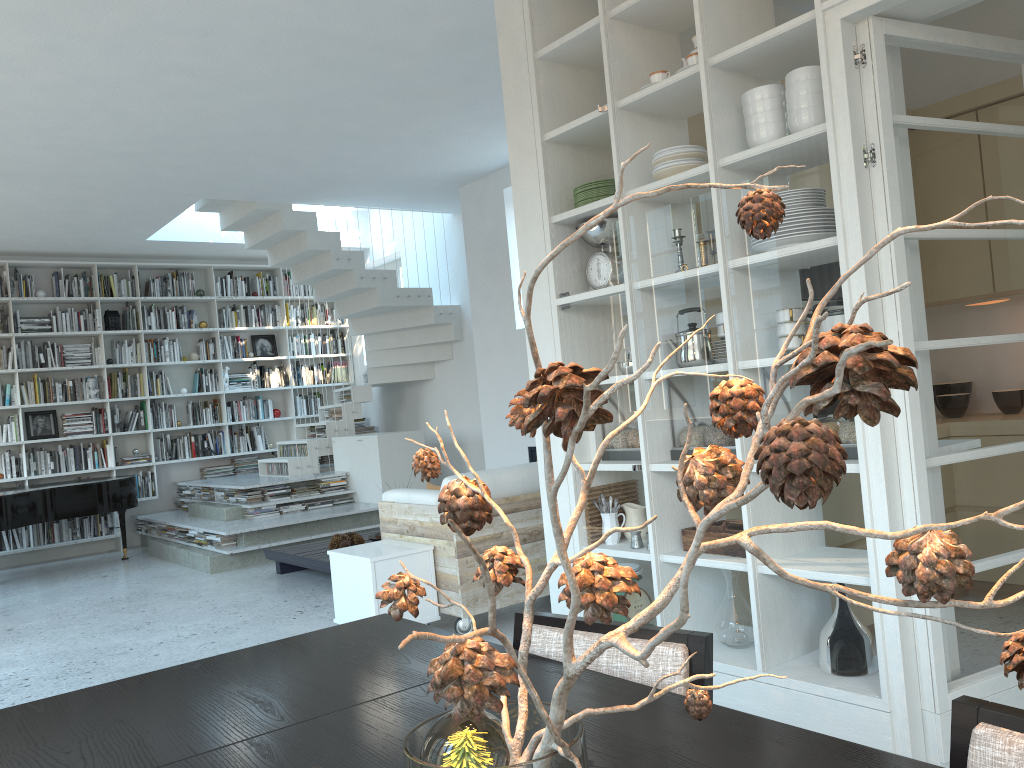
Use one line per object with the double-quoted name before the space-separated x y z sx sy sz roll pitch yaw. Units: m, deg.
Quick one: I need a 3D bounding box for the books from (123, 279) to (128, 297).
"books" -4.326 -1.047 9.877 0.031 0.213 0.169 -5 -1 -37

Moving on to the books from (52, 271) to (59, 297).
"books" -4.877 -1.042 9.469 0.014 0.292 0.176 -5 -1 -37

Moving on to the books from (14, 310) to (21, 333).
"books" -5.144 -0.631 9.223 0.021 0.249 0.191 -5 -1 -37

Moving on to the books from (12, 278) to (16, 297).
"books" -5.204 -0.983 9.239 0.023 0.228 0.157 -5 -1 -37

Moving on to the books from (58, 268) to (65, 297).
"books" -4.827 -1.066 9.506 0.010 0.331 0.186 -5 -1 -37

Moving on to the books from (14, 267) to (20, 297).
"books" -5.175 -1.042 9.267 0.014 0.341 0.145 -5 -1 -37

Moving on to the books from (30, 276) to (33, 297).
"books" -5.077 -1.004 9.345 0.013 0.249 0.148 -5 -1 -37

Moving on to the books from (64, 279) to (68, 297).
"books" -4.800 -1.007 9.527 0.050 0.211 0.173 -5 -1 -37

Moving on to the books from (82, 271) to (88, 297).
"books" -4.654 -1.068 9.660 0.012 0.308 0.138 -5 -1 -37

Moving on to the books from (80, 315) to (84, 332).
"books" -4.666 -0.639 9.594 0.028 0.188 0.176 -5 -1 -37

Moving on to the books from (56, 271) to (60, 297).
"books" -4.864 -1.045 9.489 0.011 0.296 0.157 -5 -1 -37

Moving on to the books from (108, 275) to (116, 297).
"books" -4.432 -1.059 9.801 0.054 0.254 0.191 -5 -1 -37

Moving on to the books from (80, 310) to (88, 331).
"books" -4.644 -0.670 9.612 0.032 0.248 0.173 -5 -1 -37

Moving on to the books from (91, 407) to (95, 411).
"books" -4.544 0.403 9.649 0.011 0.299 0.130 -5 -1 -37

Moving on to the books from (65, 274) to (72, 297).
"books" -4.783 -1.038 9.565 0.028 0.270 0.140 -5 -1 -37

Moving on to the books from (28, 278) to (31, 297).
"books" -5.081 -0.989 9.320 0.016 0.219 0.144 -5 -1 -37

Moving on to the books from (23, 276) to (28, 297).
"books" -5.110 -1.001 9.312 0.014 0.248 0.139 -5 -1 -37

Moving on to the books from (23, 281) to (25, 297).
"books" -5.123 -0.974 9.291 0.023 0.195 0.172 -5 -1 -37

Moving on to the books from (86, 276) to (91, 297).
"books" -4.630 -1.037 9.665 0.028 0.244 0.161 -5 -1 -37

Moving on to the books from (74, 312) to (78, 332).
"books" -4.714 -0.652 9.557 0.023 0.223 0.190 -5 -1 -37

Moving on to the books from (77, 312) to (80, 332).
"books" -4.699 -0.657 9.584 0.010 0.230 0.152 -5 -1 -37

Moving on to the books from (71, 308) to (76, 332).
"books" -4.739 -0.673 9.550 0.023 0.269 0.185 -5 -1 -37

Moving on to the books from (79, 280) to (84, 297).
"books" -4.676 -1.013 9.599 0.023 0.202 0.193 -5 -1 -37

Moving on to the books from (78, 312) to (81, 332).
"books" -4.686 -0.658 9.585 0.012 0.230 0.158 -5 -1 -37

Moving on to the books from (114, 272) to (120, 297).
"books" -4.387 -1.084 9.841 0.010 0.297 0.167 -5 -1 -37

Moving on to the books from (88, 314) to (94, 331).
"books" -4.596 -0.651 9.649 0.029 0.202 0.191 -5 -1 -37

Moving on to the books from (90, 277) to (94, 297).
"books" -4.603 -1.037 9.687 0.014 0.239 0.153 -5 -1 -37

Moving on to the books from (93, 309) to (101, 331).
"books" -4.521 -0.676 9.639 0.037 0.237 0.272 -5 -1 -37

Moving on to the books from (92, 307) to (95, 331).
"books" -4.591 -0.700 9.690 0.010 0.299 0.133 -5 -1 -37

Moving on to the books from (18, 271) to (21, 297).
"books" -5.160 -1.021 9.270 0.010 0.296 0.153 -5 -1 -37

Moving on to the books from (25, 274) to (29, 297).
"books" -5.097 -1.010 9.315 0.013 0.264 0.147 -5 -1 -37

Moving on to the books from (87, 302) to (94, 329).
"books" -4.591 -0.717 9.669 0.012 0.334 0.156 -5 -1 -37

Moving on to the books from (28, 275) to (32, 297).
"books" -5.073 -1.008 9.324 0.005 0.255 0.168 -5 -1 -37

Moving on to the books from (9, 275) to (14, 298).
"books" -5.213 -0.996 9.210 0.026 0.253 0.185 -5 -1 -37

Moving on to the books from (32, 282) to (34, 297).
"books" -5.059 -0.974 9.344 0.010 0.186 0.152 -5 -1 -37

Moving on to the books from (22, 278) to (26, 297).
"books" -5.125 -0.992 9.316 0.006 0.233 0.136 -5 -1 -37

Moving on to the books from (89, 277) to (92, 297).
"books" -4.620 -1.038 9.686 0.014 0.244 0.145 -5 -1 -37

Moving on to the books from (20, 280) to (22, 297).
"books" -5.154 -0.976 9.286 0.011 0.205 0.145 -5 -1 -37

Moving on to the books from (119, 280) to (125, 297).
"books" -4.350 -1.039 9.863 0.024 0.201 0.180 -5 -1 -37

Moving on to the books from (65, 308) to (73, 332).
"books" -4.773 -0.672 9.551 0.029 0.273 0.140 -5 -1 -37

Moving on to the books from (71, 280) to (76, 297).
"books" -4.744 -1.008 9.568 0.033 0.203 0.166 -5 -1 -37

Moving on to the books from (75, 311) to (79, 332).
"books" -4.715 -0.659 9.587 0.011 0.239 0.139 -5 -1 -37

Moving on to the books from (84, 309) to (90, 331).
"books" -4.631 -0.678 9.643 0.029 0.261 0.133 -5 -1 -37

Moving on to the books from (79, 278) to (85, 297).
"books" -4.684 -1.027 9.649 0.026 0.233 0.137 -5 -1 -37

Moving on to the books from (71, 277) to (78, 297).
"books" -4.726 -1.026 9.589 0.023 0.236 0.154 -5 -1 -37

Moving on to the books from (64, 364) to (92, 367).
"books" -4.688 -0.193 9.558 0.254 0.012 0.161 -4 -1 -41

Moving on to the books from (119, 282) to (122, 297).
"books" -4.367 -1.027 9.848 0.022 0.180 0.173 -5 -1 -37

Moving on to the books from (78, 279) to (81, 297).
"books" -4.701 -1.018 9.602 0.012 0.217 0.179 -5 -1 -37

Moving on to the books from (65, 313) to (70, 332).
"books" -4.781 -0.645 9.518 0.028 0.219 0.183 -5 -1 -37

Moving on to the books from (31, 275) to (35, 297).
"books" -5.050 -1.010 9.345 0.011 0.256 0.143 -5 -1 -37

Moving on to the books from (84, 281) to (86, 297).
"books" -4.663 -1.015 9.657 0.014 0.204 0.135 -5 -1 -37

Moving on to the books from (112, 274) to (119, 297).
"books" -4.412 -1.070 9.843 0.030 0.274 0.151 -5 -1 -37

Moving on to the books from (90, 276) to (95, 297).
"books" -4.594 -1.047 9.703 0.022 0.257 0.137 -5 -1 -37

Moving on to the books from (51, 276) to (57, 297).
"books" -4.895 -1.017 9.475 0.012 0.245 0.151 -5 -1 -37

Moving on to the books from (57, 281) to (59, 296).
"books" -4.876 -1.029 9.489 0.011 0.267 0.129 -5 -1 -37

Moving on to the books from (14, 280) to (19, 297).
"books" -5.176 -0.969 9.244 0.026 0.194 0.166 -5 -1 -37

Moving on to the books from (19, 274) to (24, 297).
"books" -5.132 -1.008 9.271 0.011 0.265 0.163 -5 -1 -37

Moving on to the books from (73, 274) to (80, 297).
"books" -4.706 -1.045 9.588 0.010 0.270 0.180 -5 -1 -37

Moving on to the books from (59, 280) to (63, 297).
"books" -4.851 -1.002 9.511 0.031 0.208 0.147 -5 -1 -37

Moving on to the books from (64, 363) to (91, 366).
"books" -4.690 -0.205 9.560 0.254 0.012 0.161 -5 -1 -34
